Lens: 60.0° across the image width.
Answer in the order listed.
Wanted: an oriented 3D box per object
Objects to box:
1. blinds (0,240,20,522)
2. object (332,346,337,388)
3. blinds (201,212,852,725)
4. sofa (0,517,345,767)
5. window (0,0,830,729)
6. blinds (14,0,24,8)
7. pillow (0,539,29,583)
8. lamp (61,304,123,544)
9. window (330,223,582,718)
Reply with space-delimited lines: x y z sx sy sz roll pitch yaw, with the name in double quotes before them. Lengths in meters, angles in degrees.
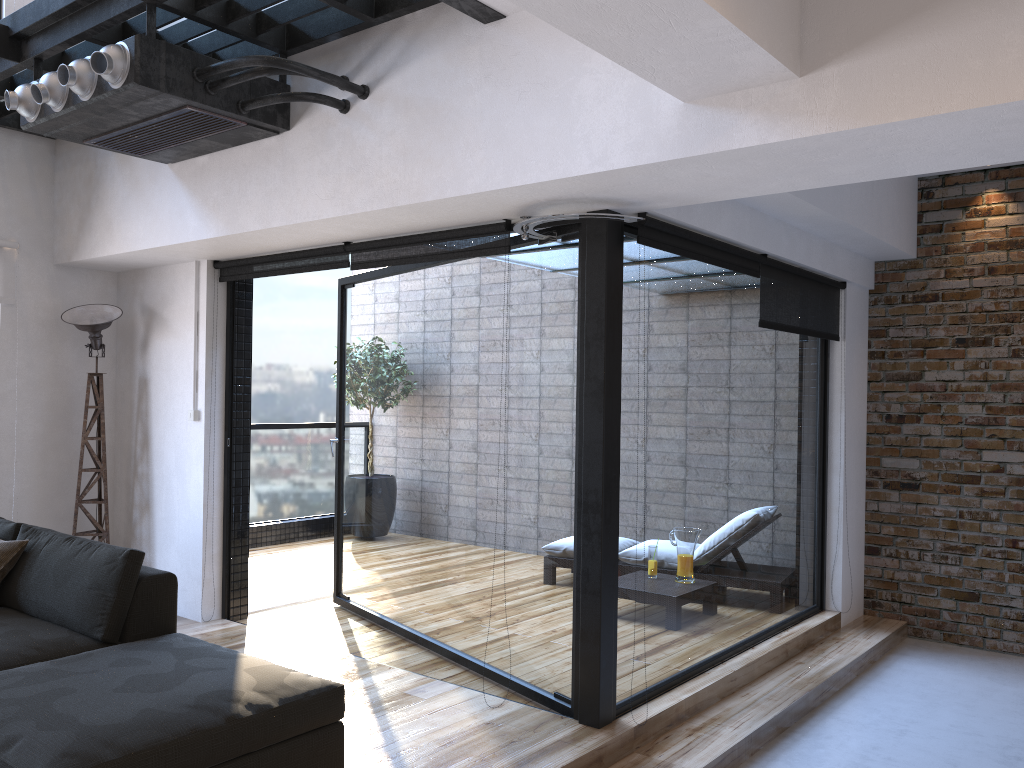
"blinds" -4.480 0.147 3.045 0.095 2.044 5.370 1 -1 38
"object" -1.283 0.469 8.286 0.812 1.863 0.800 1 0 -8
"blinds" 0.289 0.348 4.397 3.861 2.052 1.829 1 0 -8
"sofa" -2.649 0.949 2.681 2.998 0.700 3.044 0 -1 38
"window" -3.292 -1.305 1.849 5.663 5.567 13.399 1 -1 38
"blinds" -5.213 -2.726 0.553 1.995 2.975 10.205 1 -1 17
"pillow" -2.372 0.820 3.882 0.547 0.309 0.273 0 -1 38
"lamp" -2.625 0.422 4.818 0.425 1.827 1.468 1 0 23
"window" -0.417 0.355 4.611 0.100 2.050 2.448 1 0 -35
